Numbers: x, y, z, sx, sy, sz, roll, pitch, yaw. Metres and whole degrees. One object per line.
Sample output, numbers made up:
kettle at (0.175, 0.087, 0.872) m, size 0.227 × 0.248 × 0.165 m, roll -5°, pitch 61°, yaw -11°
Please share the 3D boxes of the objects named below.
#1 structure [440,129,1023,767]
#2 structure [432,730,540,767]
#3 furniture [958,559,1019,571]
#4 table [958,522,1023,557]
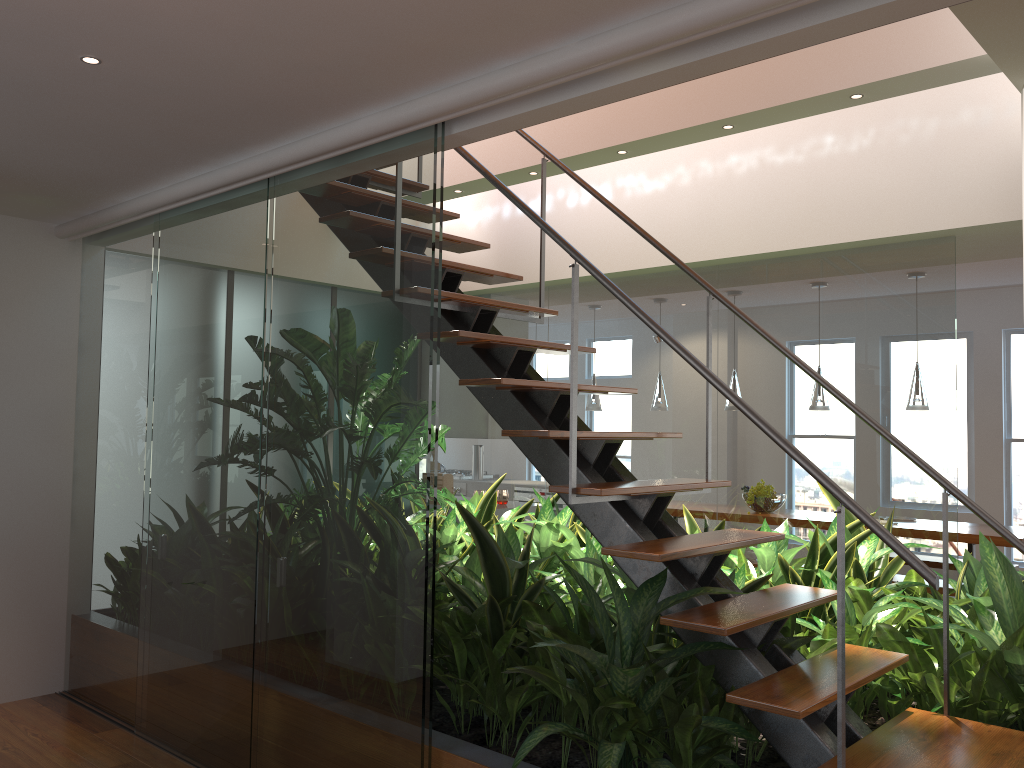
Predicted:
structure at (0.229, -0.693, 4.218) m, size 4.591 × 4.265 × 2.552 m, roll -2°, pitch -4°, yaw 42°
structure at (0.827, 1.386, 3.826) m, size 5.584 × 0.386 × 3.088 m, roll -2°, pitch -4°, yaw 42°
furniture at (3.215, 1.578, 7.098) m, size 1.433 × 0.389 × 0.316 m, roll -2°, pitch -4°, yaw 42°
table at (1.347, 1.433, 8.025) m, size 5.996 × 0.704 × 0.893 m, roll -2°, pitch -4°, yaw 42°
